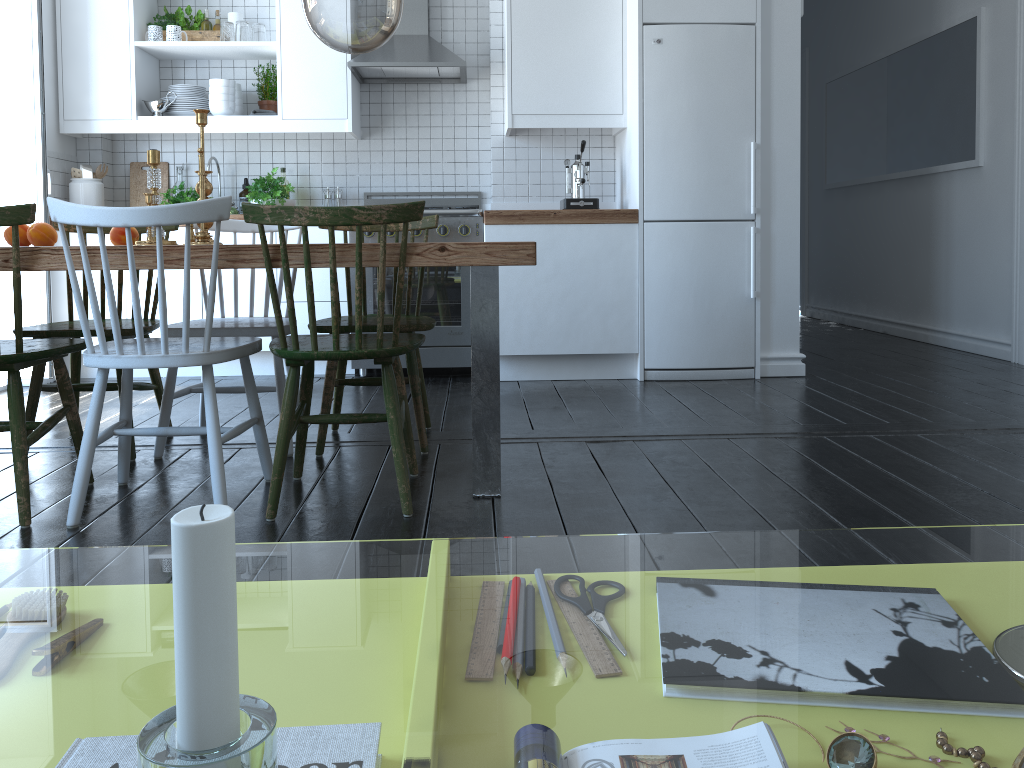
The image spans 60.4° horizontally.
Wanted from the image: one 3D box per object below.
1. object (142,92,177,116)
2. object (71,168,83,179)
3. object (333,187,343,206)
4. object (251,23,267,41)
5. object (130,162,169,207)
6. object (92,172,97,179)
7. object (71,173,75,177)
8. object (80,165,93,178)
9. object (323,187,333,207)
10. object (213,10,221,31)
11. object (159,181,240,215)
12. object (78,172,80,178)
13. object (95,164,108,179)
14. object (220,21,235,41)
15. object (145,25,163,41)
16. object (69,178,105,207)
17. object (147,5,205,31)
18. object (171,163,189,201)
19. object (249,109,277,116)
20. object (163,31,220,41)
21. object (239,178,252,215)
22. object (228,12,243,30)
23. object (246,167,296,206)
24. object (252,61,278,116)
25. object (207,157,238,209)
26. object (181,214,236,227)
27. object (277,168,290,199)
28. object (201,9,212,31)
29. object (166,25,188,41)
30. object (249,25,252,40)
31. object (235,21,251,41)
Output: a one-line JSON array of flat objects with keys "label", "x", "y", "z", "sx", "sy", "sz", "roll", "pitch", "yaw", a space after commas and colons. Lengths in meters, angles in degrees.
[{"label": "object", "x": -1.939, "y": -1.535, "z": 4.846, "sx": 0.210, "sy": 0.134, "sz": 0.103, "roll": 1, "pitch": 5, "yaw": 10}, {"label": "object", "x": -2.385, "y": -1.052, "z": 4.831, "sx": 0.054, "sy": 0.261, "sz": 0.150, "roll": -2, "pitch": 4, "yaw": -27}, {"label": "object", "x": -1.020, "y": -1.072, "z": 5.167, "sx": 0.059, "sy": 0.171, "sz": 0.059, "roll": 0, "pitch": 3, "yaw": 11}, {"label": "object", "x": -1.412, "y": -1.946, "z": 4.913, "sx": 0.086, "sy": 0.119, "sz": 0.086, "roll": -4, "pitch": 6, "yaw": -34}, {"label": "object", "x": -2.128, "y": -1.138, "z": 5.167, "sx": 0.220, "sy": 0.328, "sz": 0.041, "roll": -1, "pitch": 3, "yaw": -3}, {"label": "object", "x": -2.323, "y": -1.058, "z": 4.903, "sx": 0.051, "sy": 0.246, "sz": 0.115, "roll": -3, "pitch": 4, "yaw": -38}, {"label": "object", "x": -2.379, "y": -1.051, "z": 4.855, "sx": 0.117, "sy": 0.250, "sz": 0.061, "roll": 1, "pitch": 3, "yaw": 27}, {"label": "object", "x": -2.350, "y": -1.073, "z": 4.871, "sx": 0.064, "sy": 0.288, "sz": 0.141, "roll": -2, "pitch": 4, "yaw": -29}, {"label": "object", "x": -1.082, "y": -1.074, "z": 5.186, "sx": 0.059, "sy": 0.171, "sz": 0.059, "roll": 0, "pitch": 3, "yaw": 11}, {"label": "object", "x": -1.696, "y": -2.038, "z": 5.079, "sx": 0.056, "sy": 0.232, "sz": 0.056, "roll": -1, "pitch": 3, "yaw": 0}, {"label": "object", "x": -1.719, "y": -0.966, "z": 4.864, "sx": 0.470, "sy": 0.305, "sz": 0.285, "roll": -5, "pitch": 7, "yaw": -30}, {"label": "object", "x": -2.357, "y": -1.057, "z": 4.899, "sx": 0.118, "sy": 0.248, "sz": 0.034, "roll": -1, "pitch": 3, "yaw": -2}, {"label": "object", "x": -2.315, "y": -1.080, "z": 4.900, "sx": 0.131, "sy": 0.294, "sz": 0.057, "roll": -2, "pitch": 3, "yaw": -23}, {"label": "object", "x": -1.572, "y": -1.937, "z": 4.868, "sx": 0.086, "sy": 0.119, "sz": 0.087, "roll": 1, "pitch": 5, "yaw": 21}, {"label": "object", "x": -1.980, "y": -1.926, "z": 4.883, "sx": 0.083, "sy": 0.099, "sz": 0.109, "roll": -4, "pitch": 7, "yaw": -33}, {"label": "object", "x": -2.347, "y": -1.026, "z": 4.863, "sx": 0.174, "sy": 0.207, "sz": 0.175, "roll": 0, "pitch": 5, "yaw": 2}, {"label": "object", "x": -1.924, "y": -2.040, "z": 5.039, "sx": 0.347, "sy": 0.253, "sz": 0.165, "roll": -2, "pitch": 5, "yaw": -12}, {"label": "object", "x": -1.939, "y": -1.130, "z": 5.145, "sx": 0.098, "sy": 0.316, "sz": 0.098, "roll": -1, "pitch": 3, "yaw": -2}, {"label": "object", "x": -1.401, "y": -1.514, "z": 4.973, "sx": 0.246, "sy": 0.042, "sz": 0.280, "roll": -2, "pitch": 9, "yaw": -10}, {"label": "object", "x": -1.848, "y": -1.955, "z": 5.045, "sx": 0.393, "sy": 0.102, "sz": 0.155, "roll": -1, "pitch": 7, "yaw": -2}, {"label": "object", "x": -1.556, "y": -1.092, "z": 5.159, "sx": 0.085, "sy": 0.229, "sz": 0.085, "roll": -3, "pitch": 4, "yaw": -37}, {"label": "object", "x": -1.591, "y": -2.021, "z": 5.076, "sx": 0.085, "sy": 0.221, "sz": 0.085, "roll": 0, "pitch": 3, "yaw": 5}, {"label": "object", "x": -1.342, "y": -1.072, "z": 4.897, "sx": 0.271, "sy": 0.267, "sz": 0.341, "roll": -2, "pitch": 7, "yaw": -12}, {"label": "object", "x": -1.398, "y": -1.696, "z": 5.100, "sx": 0.165, "sy": 0.364, "sz": 0.172, "roll": 2, "pitch": 4, "yaw": 34}, {"label": "object", "x": -1.673, "y": -1.128, "z": 5.071, "sx": 0.189, "sy": 0.350, "sz": 0.276, "roll": -2, "pitch": 5, "yaw": -26}, {"label": "object", "x": -1.693, "y": -0.888, "z": 4.934, "sx": 0.372, "sy": 0.110, "sz": 0.358, "roll": -1, "pitch": 9, "yaw": -2}, {"label": "object", "x": -1.329, "y": -1.117, "z": 5.126, "sx": 0.066, "sy": 0.281, "sz": 0.067, "roll": -1, "pitch": 3, "yaw": -7}, {"label": "object", "x": -1.744, "y": -2.026, "z": 5.034, "sx": 0.060, "sy": 0.223, "sz": 0.060, "roll": -2, "pitch": 3, "yaw": -20}, {"label": "object", "x": -1.857, "y": -1.925, "z": 4.873, "sx": 0.108, "sy": 0.099, "sz": 0.083, "roll": -2, "pitch": 5, "yaw": -13}, {"label": "object", "x": -1.492, "y": -1.951, "z": 4.947, "sx": 0.086, "sy": 0.119, "sz": 0.086, "roll": -4, "pitch": 6, "yaw": -34}, {"label": "object", "x": -1.486, "y": -1.936, "z": 4.857, "sx": 0.086, "sy": 0.119, "sz": 0.087, "roll": 1, "pitch": 5, "yaw": 21}]
